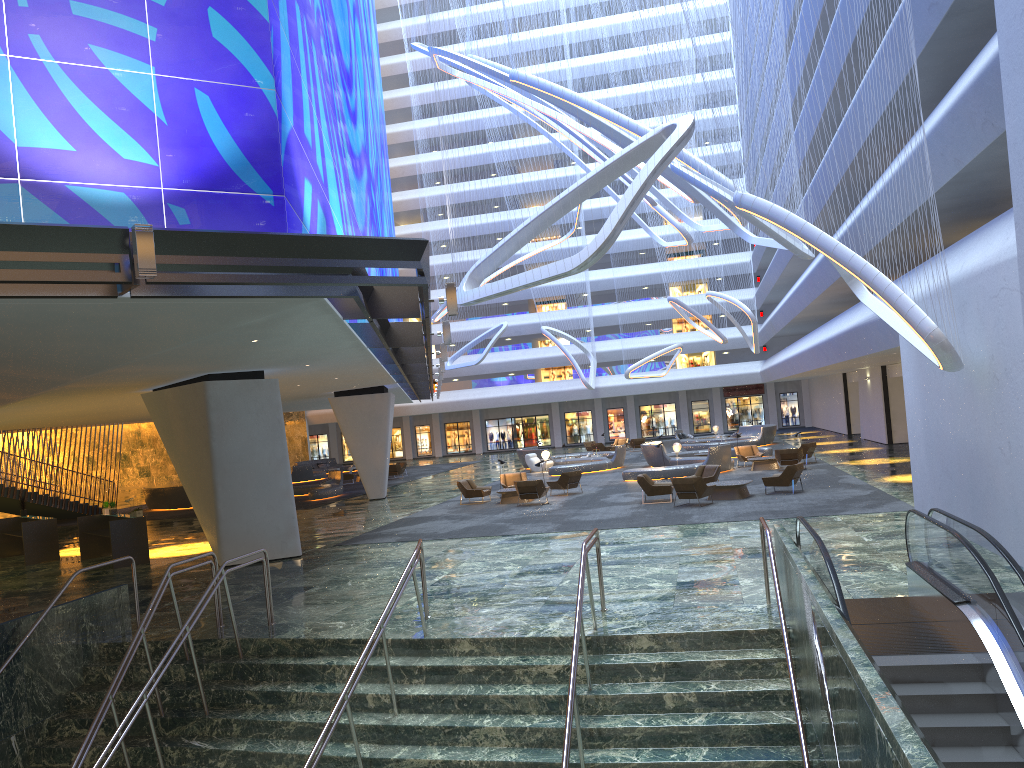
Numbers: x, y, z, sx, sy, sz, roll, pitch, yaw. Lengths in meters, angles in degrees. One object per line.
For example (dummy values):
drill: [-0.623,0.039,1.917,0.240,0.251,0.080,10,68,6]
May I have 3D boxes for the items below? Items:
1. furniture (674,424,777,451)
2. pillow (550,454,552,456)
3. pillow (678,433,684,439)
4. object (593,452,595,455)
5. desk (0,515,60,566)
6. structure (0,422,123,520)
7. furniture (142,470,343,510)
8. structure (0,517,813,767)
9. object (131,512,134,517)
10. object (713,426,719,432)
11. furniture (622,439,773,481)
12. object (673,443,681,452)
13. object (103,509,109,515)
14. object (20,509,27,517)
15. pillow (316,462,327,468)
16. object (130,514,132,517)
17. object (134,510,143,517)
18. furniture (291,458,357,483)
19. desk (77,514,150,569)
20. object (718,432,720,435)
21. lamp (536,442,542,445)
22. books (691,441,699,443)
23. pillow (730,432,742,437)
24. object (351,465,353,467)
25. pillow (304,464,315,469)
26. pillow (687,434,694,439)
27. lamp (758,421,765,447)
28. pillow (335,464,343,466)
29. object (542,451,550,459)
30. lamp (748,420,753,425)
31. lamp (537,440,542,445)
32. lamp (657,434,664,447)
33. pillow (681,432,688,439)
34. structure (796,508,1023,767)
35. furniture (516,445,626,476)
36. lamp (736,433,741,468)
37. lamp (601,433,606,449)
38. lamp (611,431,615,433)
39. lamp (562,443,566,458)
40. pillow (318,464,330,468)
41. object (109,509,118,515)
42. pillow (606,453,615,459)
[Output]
furniture: [11.853,2.929,49.683,5.187,0.969,9.928,-5,-2,9]
pillow: [1.771,3.726,46.233,0.443,0.207,0.445,-4,-2,-27]
pillow: [10.153,3.122,53.141,0.295,0.368,0.768,-6,-2,25]
object: [4.101,3.476,44.333,0.071,0.118,0.151,-5,-1,22]
desk: [-13.060,4.175,23.868,0.812,1.097,2.983,-4,-2,-41]
structure: [-22.802,3.281,37.769,11.989,6.246,16.488,-5,-2,12]
furniture: [-11.734,4.628,38.531,9.940,0.969,5.181,-6,-2,29]
structure: [-2.909,6.100,2.538,9.310,8.397,19.731,-5,-2,12]
object: [-8.981,3.102,21.096,0.111,0.108,0.108,-4,-2,-44]
object: [12.623,2.769,54.862,0.366,0.387,0.318,-5,-1,-6]
furniture: [6.940,2.839,35.364,5.193,0.969,9.918,-6,-2,29]
object: [6.780,2.599,36.385,0.367,0.387,0.318,-5,-1,19]
object: [-10.340,3.262,22.620,0.150,0.145,0.150,-4,-2,-45]
object: [-13.759,3.636,24.973,0.158,0.181,0.159,-4,-1,-33]
pillow: [-12.456,5.338,58.261,0.774,0.366,0.317,-4,-2,-36]
object: [-9.114,3.138,21.242,0.073,0.070,0.072,-4,-2,-44]
object: [-8.815,3.061,20.915,0.149,0.149,0.149,-4,-2,-44]
furniture: [-12.348,5.273,54.439,5.193,0.969,9.918,-6,-2,29]
desk: [-9.816,3.806,21.753,0.812,1.097,2.983,-4,-2,-39]
object: [12.207,2.974,52.275,0.131,0.252,0.103,-5,0,-5]
lamp: [1.413,3.547,44.794,0.384,1.300,0.202,-5,0,5]
books: [9.984,3.141,48.173,0.396,0.039,0.301,-6,-2,26]
pillow: [12.478,2.817,49.311,0.691,0.262,0.878,-4,-2,-26]
object: [-10.104,5.176,55.855,0.151,0.118,0.071,-4,-1,-43]
pillow: [-13.144,5.368,57.489,0.315,0.386,0.784,-6,-2,28]
pillow: [10.632,3.156,53.373,0.683,0.280,0.875,-4,-2,-41]
lamp: [12.759,2.546,45.212,0.201,1.300,0.384,-5,0,-29]
pillow: [-11.416,5.364,58.565,0.443,0.207,0.445,-5,-2,-2]
object: [1.527,3.205,40.047,0.366,0.387,0.318,-5,-1,-6]
lamp: [13.331,2.644,49.230,0.384,1.300,0.202,-5,0,12]
lamp: [1.482,3.630,47.207,0.201,1.300,0.384,-5,0,-34]
lamp: [6.623,2.871,39.144,0.384,1.300,0.201,-5,0,29]
pillow: [10.361,3.079,53.132,0.315,0.386,0.784,-6,-2,27]
structure: [3.444,5.464,1.617,3.018,8.237,19.827,-5,-2,12]
furniture: [2.683,3.469,42.094,5.186,0.969,9.931,-5,-2,4]
lamp: [8.516,2.483,33.255,0.202,1.300,0.383,-5,0,29]
lamp: [5.213,3.402,50.067,0.201,1.300,0.384,-5,0,-26]
lamp: [6.119,3.446,53.452,0.383,1.300,0.202,-5,0,-26]
lamp: [2.370,3.262,39.422,0.202,1.300,0.384,-5,0,-12]
pillow: [-12.377,5.368,58.079,0.692,0.262,0.877,-5,-2,2]
object: [-10.048,3.226,22.336,0.150,0.145,0.150,-4,-2,-45]
pillow: [4.554,3.145,39.007,0.693,0.262,0.877,-6,-2,20]
